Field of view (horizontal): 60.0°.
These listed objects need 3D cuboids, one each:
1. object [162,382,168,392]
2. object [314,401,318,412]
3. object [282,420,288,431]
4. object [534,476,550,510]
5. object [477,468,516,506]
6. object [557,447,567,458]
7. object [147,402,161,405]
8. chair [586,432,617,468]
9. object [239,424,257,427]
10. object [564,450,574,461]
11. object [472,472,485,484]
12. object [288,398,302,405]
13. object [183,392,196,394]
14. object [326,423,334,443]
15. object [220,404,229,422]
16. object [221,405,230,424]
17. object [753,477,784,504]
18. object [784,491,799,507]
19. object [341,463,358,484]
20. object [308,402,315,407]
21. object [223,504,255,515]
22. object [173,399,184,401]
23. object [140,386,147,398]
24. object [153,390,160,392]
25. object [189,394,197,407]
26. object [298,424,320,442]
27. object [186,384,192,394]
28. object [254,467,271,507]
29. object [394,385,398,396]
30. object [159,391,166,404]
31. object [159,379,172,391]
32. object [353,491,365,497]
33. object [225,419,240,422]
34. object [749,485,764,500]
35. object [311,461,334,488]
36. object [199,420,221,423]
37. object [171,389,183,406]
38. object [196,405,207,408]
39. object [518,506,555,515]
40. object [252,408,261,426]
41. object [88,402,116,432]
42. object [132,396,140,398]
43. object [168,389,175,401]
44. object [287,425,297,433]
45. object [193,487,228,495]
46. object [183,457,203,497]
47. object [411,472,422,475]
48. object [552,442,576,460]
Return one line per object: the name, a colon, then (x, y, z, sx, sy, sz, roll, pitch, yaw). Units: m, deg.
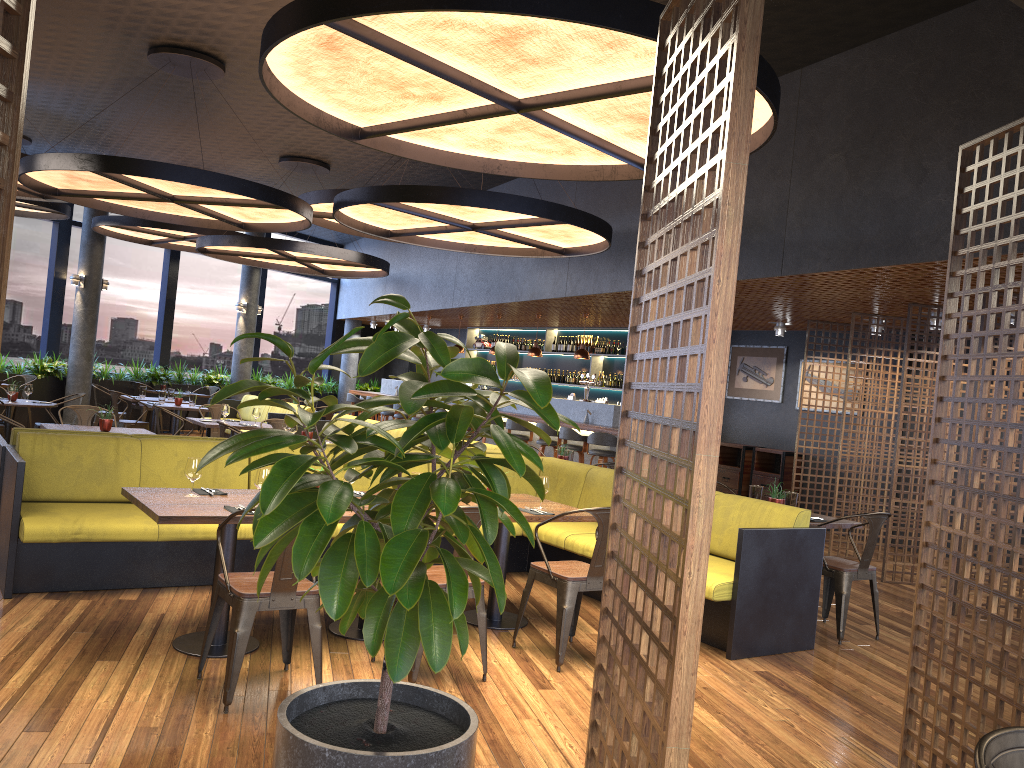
object: (-6.511, 0.052, 16.630, 0.102, 0.178, 0.102, 6, 0, 38)
object: (-3.304, 0.372, 14.797, 0.102, 0.178, 0.102, 6, 0, 1)
object: (-2.274, 0.454, 8.949, 0.097, 0.206, 0.097, 6, 0, -9)
object: (0.190, 0.696, 5.676, 0.097, 0.206, 0.097, 6, 0, 12)
object: (-0.096, 0.631, 5.628, 0.238, 0.271, 0.260, 6, 0, -13)
object: (0.516, 0.746, 9.229, 0.102, 0.178, 0.102, 6, 0, 41)
object: (-5.080, 0.269, 12.578, 0.157, 0.019, 0.255, 6, 0, -35)
chair: (1.156, 1.144, 11.518, 0.438, 1.048, 0.483, 6, 0, -42)
object: (-3.056, 0.472, 10.233, 0.157, 0.019, 0.255, 6, 0, -34)
object: (0.563, 0.750, 8.856, 0.102, 0.178, 0.102, 6, 0, 41)
object: (-0.224, 0.654, 5.804, 0.097, 0.206, 0.097, 6, 0, 12)
object: (-3.527, 0.302, 14.399, 0.238, 0.271, 0.260, 6, 0, -29)
object: (-6.180, 0.166, 17.014, 0.255, 0.019, 0.157, 6, 0, 32)
object: (-1.849, 0.497, 8.970, 0.097, 0.206, 0.097, 6, 0, 7)
object: (-3.415, 0.342, 10.529, 0.097, 0.206, 0.097, 6, 0, -42)
object: (-3.300, 0.353, 10.207, 0.097, 0.206, 0.097, 6, 0, -34)
object: (2.009, 0.845, 6.777, 0.260, 0.271, 0.238, 6, 0, -33)
object: (2.076, 0.898, 6.615, 0.102, 0.178, 0.102, 6, 0, -19)
object: (-0.972, 0.578, 5.293, 0.097, 0.206, 0.097, 6, 0, 12)
object: (-3.259, 0.375, 14.375, 0.102, 0.178, 0.102, 6, 0, 41)
object: (-1.361, 0.632, 4.487, 0.157, 0.019, 0.255, 6, 0, -34)
object: (-5.237, 0.256, 13.993, 0.157, 0.019, 0.255, 6, 0, -35)
object: (-5.751, 0.124, 13.816, 0.102, 0.178, 0.102, 6, 0, 31)
object: (-6.560, 0.127, 16.469, 0.255, 0.019, 0.157, 6, 0, 32)
object: (-4.609, 0.237, 12.793, 0.102, 0.178, 0.102, 6, 0, 21)
object: (-2.017, 0.444, 8.792, 0.238, 0.271, 0.260, 6, 0, -13)
object: (-6.145, 0.090, 16.842, 0.102, 0.178, 0.102, 6, 0, -42)
object: (-1.306, 0.544, 4.656, 0.097, 0.206, 0.097, 6, 0, 12)
object: (-2.289, 0.126, 17.578, 0.114, 0.203, 0.069, 6, 0, 13)
object: (-5.029, 0.195, 12.747, 0.102, 0.178, 0.102, 6, 0, -29)
object: (-6.650, -0.008, 16.906, 0.260, 0.271, 0.238, 6, 0, -33)
object: (-0.936, 0.677, 5.461, 0.157, 0.019, 0.255, 6, 0, -34)
object: (-3.378, 0.440, 10.697, 0.157, 0.019, 0.255, 6, 0, -34)
object: (1.889, 0.880, 6.876, 0.102, 0.178, 0.102, 6, 0, -29)
object: (-1.063, 0.533, 4.969, 0.238, 0.271, 0.260, 6, 0, -13)
object: (-3.476, 0.430, 10.253, 0.255, 0.019, 0.157, 6, 0, -34)
object: (-4.774, 0.174, 12.743, 0.238, 0.271, 0.260, 6, 0, 5)
object: (-4.515, 0.327, 12.924, 0.157, 0.019, 0.255, 6, 0, -35)
object: (0.135, 0.784, 5.508, 0.157, 0.019, 0.255, 6, 0, -34)
object: (-3.001, 0.383, 10.402, 0.097, 0.206, 0.097, 6, 0, -42)
object: (-3.607, 0.282, 7.878, 0.260, 0.271, 0.238, 6, 0, 1)
object: (-5.802, 0.199, 13.647, 0.157, 0.019, 0.255, 6, 0, -35)
object: (-5.331, 0.166, 13.862, 0.102, 0.178, 0.102, 6, 0, 31)
object: (-2.131, 0.468, 8.592, 0.097, 0.206, 0.097, 6, 0, 4)
object: (-1.684, 0.601, 4.951, 0.157, 0.019, 0.255, 6, 0, -34)
object: (-1.720, 0.502, 4.783, 0.097, 0.206, 0.097, 6, 0, 12)
object: (-0.558, 0.620, 5.166, 0.097, 0.206, 0.097, 6, 0, 12)
object: (0.514, 0.699, 8.992, 0.260, 0.271, 0.238, 6, 0, -33)
